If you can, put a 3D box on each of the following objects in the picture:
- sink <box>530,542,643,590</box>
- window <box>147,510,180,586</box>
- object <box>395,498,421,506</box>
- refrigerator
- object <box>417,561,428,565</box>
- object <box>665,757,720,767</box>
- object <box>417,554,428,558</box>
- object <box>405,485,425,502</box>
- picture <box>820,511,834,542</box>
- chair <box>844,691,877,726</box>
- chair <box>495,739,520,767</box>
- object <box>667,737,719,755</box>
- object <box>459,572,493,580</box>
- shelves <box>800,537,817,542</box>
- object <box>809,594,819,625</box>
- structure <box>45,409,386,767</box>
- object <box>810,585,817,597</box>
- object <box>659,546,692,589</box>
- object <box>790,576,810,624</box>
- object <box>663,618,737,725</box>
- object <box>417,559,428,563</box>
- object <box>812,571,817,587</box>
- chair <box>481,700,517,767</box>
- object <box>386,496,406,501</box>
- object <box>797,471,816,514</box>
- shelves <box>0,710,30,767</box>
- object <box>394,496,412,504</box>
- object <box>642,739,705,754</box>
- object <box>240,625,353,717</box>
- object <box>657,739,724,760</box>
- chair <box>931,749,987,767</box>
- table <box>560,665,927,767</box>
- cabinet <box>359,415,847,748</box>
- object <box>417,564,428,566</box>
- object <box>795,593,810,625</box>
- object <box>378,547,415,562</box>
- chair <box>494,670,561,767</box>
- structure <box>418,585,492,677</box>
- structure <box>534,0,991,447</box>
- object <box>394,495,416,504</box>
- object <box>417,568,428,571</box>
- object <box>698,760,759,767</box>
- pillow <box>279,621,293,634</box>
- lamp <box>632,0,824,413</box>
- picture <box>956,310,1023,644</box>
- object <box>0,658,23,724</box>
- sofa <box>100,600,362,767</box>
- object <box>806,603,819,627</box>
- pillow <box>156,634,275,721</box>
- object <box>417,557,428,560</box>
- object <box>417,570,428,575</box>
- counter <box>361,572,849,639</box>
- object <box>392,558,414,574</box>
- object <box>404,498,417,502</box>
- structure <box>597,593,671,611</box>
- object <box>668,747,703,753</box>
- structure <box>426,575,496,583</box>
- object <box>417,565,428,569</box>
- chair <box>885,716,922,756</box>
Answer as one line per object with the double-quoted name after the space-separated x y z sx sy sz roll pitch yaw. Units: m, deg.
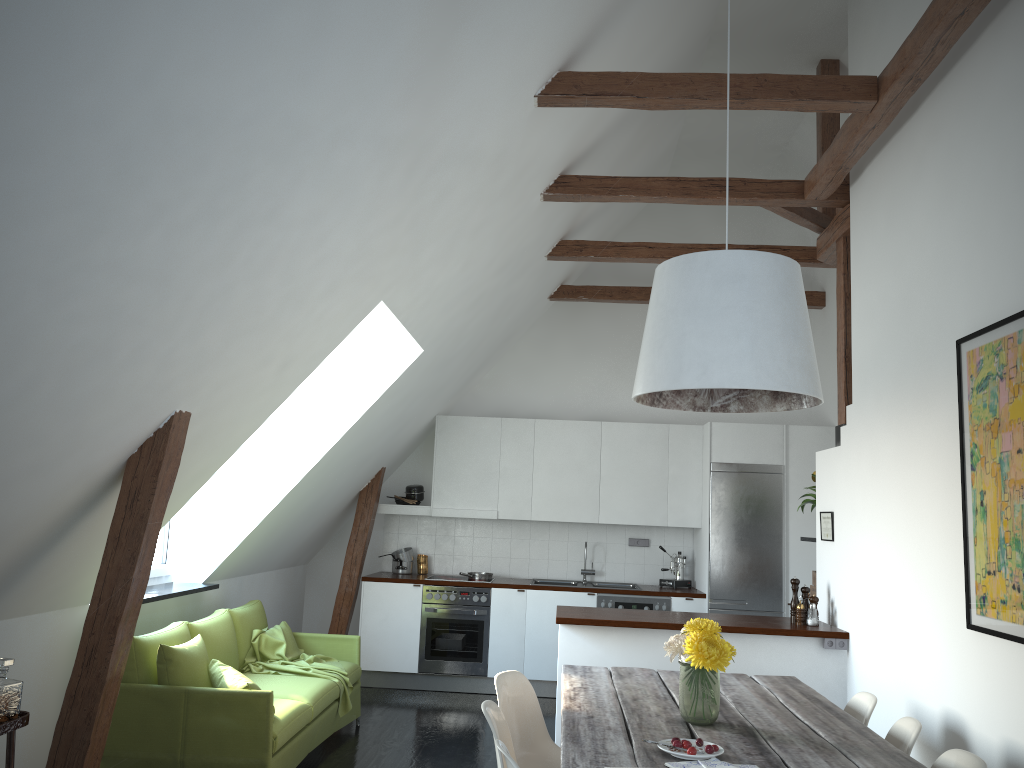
0.654 1.668 7.874 0.963 0.519 0.671 2 -8 4 "sink"
0.489 -1.256 2.141 5.959 4.249 8.018 2 -8 4 "window"
-0.957 1.090 8.173 0.243 0.056 0.350 4 -8 -7 "object"
1.954 1.600 7.399 0.609 1.868 0.031 2 -8 4 "refrigerator"
-0.831 1.661 8.218 0.099 0.057 0.101 0 -9 15 "object"
0.564 1.118 2.578 0.182 0.014 0.185 6 -9 -22 "object"
-0.829 1.605 8.221 0.100 0.047 0.099 3 -8 -1 "object"
-0.905 1.017 8.245 0.190 0.166 0.200 8 -10 -33 "object"
1.977 0.893 5.562 0.023 0.182 0.250 2 -8 4 "picture"
1.272 1.724 3.789 0.542 0.801 0.465 2 -8 5 "chair"
0.201 1.514 2.692 0.542 0.801 0.465 4 -9 -10 "chair"
0.569 1.131 2.769 0.132 0.034 0.144 6 -9 -24 "object"
-0.340 1.709 7.934 0.351 0.061 0.232 6 -9 -23 "object"
2.322 1.323 5.940 0.660 0.553 0.408 2 -8 4 "shelves"
1.844 1.377 5.416 0.058 0.184 0.058 3 -8 0 "object"
-2.021 0.715 1.833 1.023 1.963 12.350 2 -8 4 "structure"
2.207 1.422 5.965 0.287 0.101 0.329 3 -8 -1 "object"
1.442 1.643 7.975 0.353 0.370 0.206 10 -11 -39 "object"
1.783 1.334 5.483 0.123 0.283 0.061 2 -8 4 "object"
0.689 1.043 3.236 0.233 0.365 0.293 7 -9 -25 "object"
-0.832 1.642 8.217 0.100 0.036 0.100 7 -10 -30 "object"
2.215 1.323 5.990 0.329 0.101 0.287 1 -9 13 "object"
0.141 1.588 3.211 0.542 0.801 0.465 2 -8 5 "chair"
-1.026 1.079 8.218 0.357 0.075 0.244 7 -9 -25 "object"
2.220 0.819 6.116 0.493 0.486 0.506 -1 -9 23 "object"
-1.918 1.462 2.740 0.438 0.732 0.803 3 -8 0 "shelves"
-0.999 1.064 8.126 0.065 0.065 0.332 7 -10 -29 "object"
0.500 1.127 2.756 0.194 0.022 0.019 0 -9 19 "object"
-1.373 1.881 5.878 0.722 0.493 0.711 3 -8 -1 "object"
0.555 1.141 2.758 0.205 0.024 0.205 3 -8 -4 "object"
1.202 1.574 2.793 0.542 0.801 0.465 3 -8 0 "chair"
0.727 1.605 3.099 1.141 0.788 2.421 2 -8 4 "table"
0.786 1.354 6.744 4.208 2.369 3.033 2 -8 4 "cabinet"
-0.830 1.682 8.215 0.099 0.043 0.100 4 -8 -9 "object"
1.765 1.366 5.394 0.080 0.192 0.058 4 -9 -12 "object"
-1.077 1.586 8.168 0.371 0.169 0.203 6 -9 -24 "object"
0.177 1.674 3.781 0.542 0.801 0.465 -2 -10 29 "chair"
-0.464 2.132 7.809 0.583 0.725 0.749 2 -8 4 "structure"
3.069 -2.114 0.269 10.230 3.562 15.910 1 -9 9 "structure"
-0.986 1.059 8.136 0.061 0.077 0.331 9 -11 -38 "object"
-0.828 1.720 8.207 0.100 0.048 0.099 -1 -9 22 "object"
0.646 1.118 2.557 0.182 0.016 0.179 3 -8 -2 "object"
-1.576 1.781 6.030 0.210 0.275 0.462 2 -8 2 "pillow"
0.887 -1.318 3.548 0.757 2.813 0.697 9 -10 -36 "lamp"
1.839 0.340 3.252 0.036 1.181 0.808 2 -8 4 "picture"
-1.773 1.062 3.072 0.101 0.211 0.101 0 -9 18 "object"
-1.531 1.805 5.256 0.898 0.825 2.093 2 -8 3 "sofa"
1.811 1.390 5.345 0.069 0.135 0.069 6 -9 -21 "object"
-1.465 1.501 4.520 0.600 0.387 0.475 2 -8 1 "pillow"
-0.831 1.626 8.219 0.100 0.036 0.100 -3 -10 32 "object"
-0.827 1.742 8.204 0.100 0.036 0.100 3 -8 0 "object"
0.342 1.612 6.706 3.365 0.038 3.085 2 -8 4 "counter"
-0.986 1.663 8.121 0.200 0.154 0.348 5 -9 -17 "object"
-0.956 1.069 8.178 0.065 0.031 0.335 9 -11 -39 "object"
1.023 2.168 7.631 0.612 0.725 0.582 2 -8 4 "structure"
0.538 1.136 2.758 0.110 0.011 0.058 1 -8 7 "object"
-0.451 1.743 7.852 0.574 0.041 0.504 2 -8 4 "structure"
-0.829 1.703 8.210 0.099 0.051 0.099 4 -9 -10 "object"
1.244 1.654 3.322 0.542 0.801 0.465 1 -9 9 "chair"
